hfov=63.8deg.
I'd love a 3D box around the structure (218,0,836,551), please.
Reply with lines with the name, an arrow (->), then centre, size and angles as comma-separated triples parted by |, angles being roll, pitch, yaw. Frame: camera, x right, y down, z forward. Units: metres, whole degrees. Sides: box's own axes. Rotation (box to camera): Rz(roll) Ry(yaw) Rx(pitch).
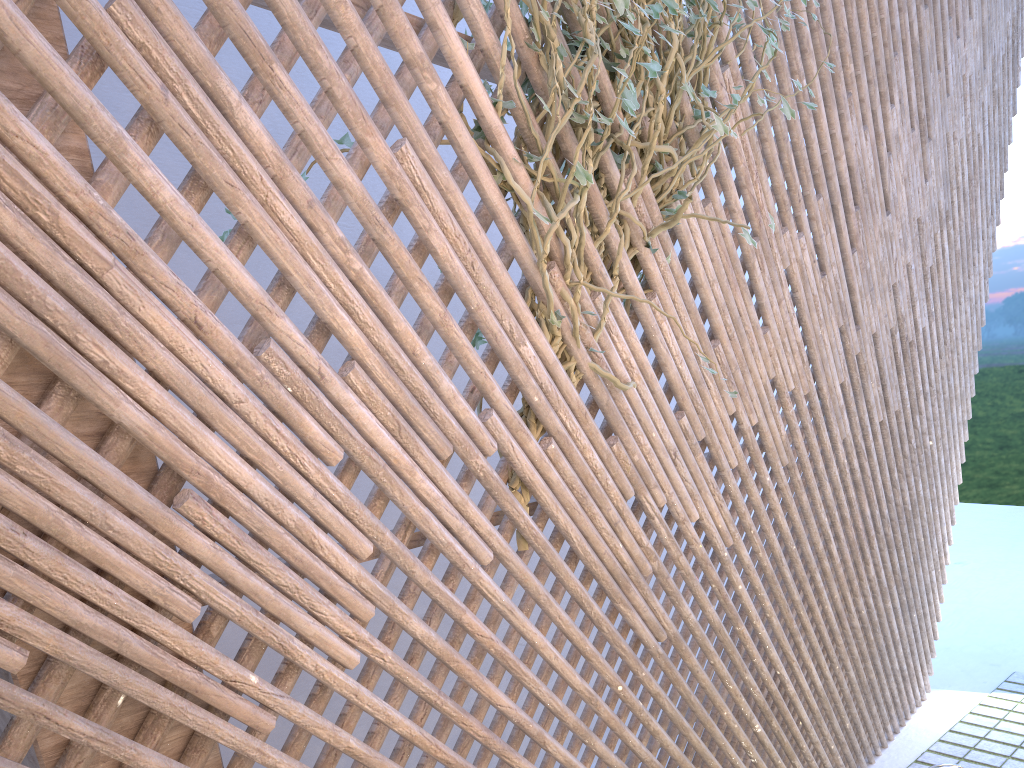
structure -> 0.337, -1.099, 1.692 | 0.715, 2.973, 2.204 | 12, 20, 38

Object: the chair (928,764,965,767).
chair -> 1.790, 1.764, 3.351 | 0.262, 0.415, 0.223 | -4, 15, -4
